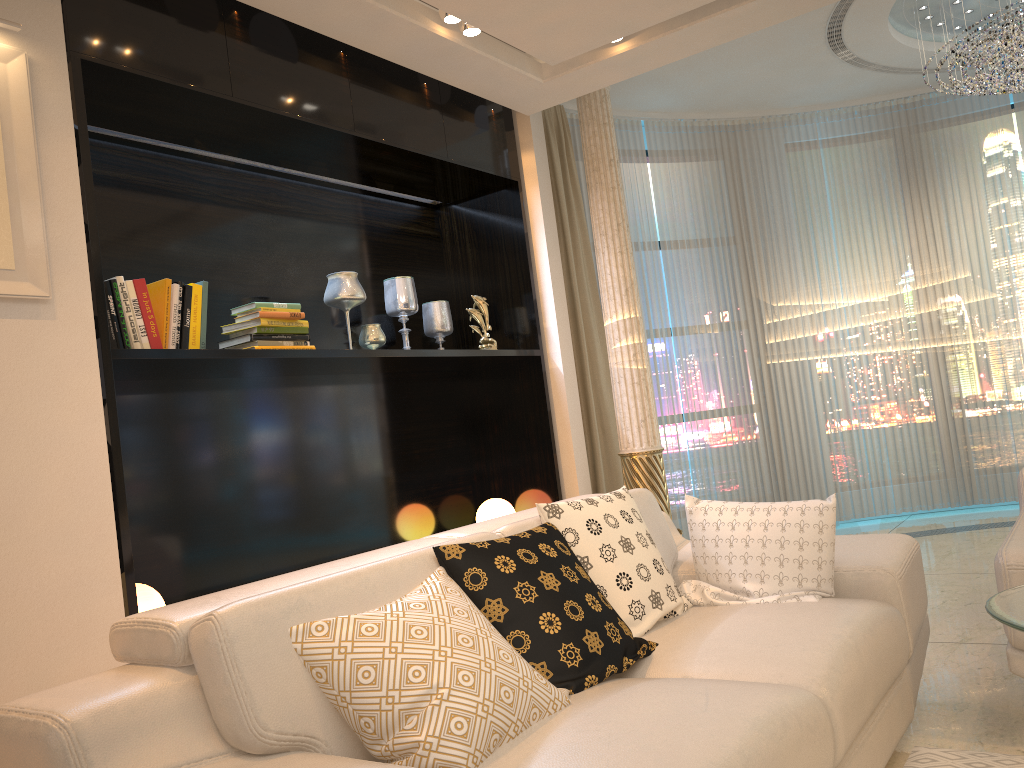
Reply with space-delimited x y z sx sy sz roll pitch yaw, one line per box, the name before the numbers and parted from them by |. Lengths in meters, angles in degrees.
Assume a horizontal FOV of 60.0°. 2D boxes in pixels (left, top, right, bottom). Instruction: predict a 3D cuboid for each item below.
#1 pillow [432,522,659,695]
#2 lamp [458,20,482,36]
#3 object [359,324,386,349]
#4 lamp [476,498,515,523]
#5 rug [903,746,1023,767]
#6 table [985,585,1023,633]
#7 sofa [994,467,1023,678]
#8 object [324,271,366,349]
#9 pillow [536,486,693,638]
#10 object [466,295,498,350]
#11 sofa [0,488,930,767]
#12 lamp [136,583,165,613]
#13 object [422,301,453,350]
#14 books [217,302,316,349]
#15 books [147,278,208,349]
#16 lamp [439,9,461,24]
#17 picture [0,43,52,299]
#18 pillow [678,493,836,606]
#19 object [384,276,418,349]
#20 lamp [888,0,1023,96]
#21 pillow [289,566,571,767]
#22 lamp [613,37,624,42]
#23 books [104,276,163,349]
pillow | 0.106 0.524 2.160 0.323 0.355 0.524 -9 -4 35
lamp | -0.173 -1.513 3.681 0.107 0.127 0.107 -8 -3 16
object | -0.634 -0.191 4.035 0.119 0.154 0.119 -10 -4 44
lamp | -0.083 0.707 4.662 0.212 0.214 0.213 -7 -3 -5
rug | 1.825 0.825 0.967 2.900 0.020 1.661 -9 -4 34
table | 1.773 0.536 1.004 2.140 0.565 0.999 -9 -3 34
sofa | 2.534 0.419 2.136 2.328 0.754 1.145 -9 -4 34
object | -0.732 -0.298 3.939 0.181 0.381 0.181 -9 -3 29
pillow | 0.328 0.501 2.562 0.255 0.399 0.526 -9 -4 34
object | -0.154 -0.300 4.502 0.116 0.293 0.182 -9 -3 32
sofa | 0.204 0.719 2.174 1.145 0.754 2.328 -9 -4 34
lamp | -1.263 0.771 2.947 0.213 0.214 0.212 -6 -3 -16
object | -0.378 -0.264 4.607 0.147 0.317 0.147 -9 -4 36
books | -0.962 -0.201 3.485 0.260 0.197 0.296 -9 -4 37
books | -1.198 -0.220 3.108 0.212 0.261 0.210 -9 -4 34
lamp | -0.244 -1.522 3.572 0.107 0.127 0.107 -8 -3 16
picture | -1.536 -0.592 2.299 0.027 0.729 0.610 -9 -4 34
pillow | 0.703 0.486 2.655 0.521 0.325 0.281 -10 -4 44
object | -0.537 -0.309 4.400 0.156 0.426 0.156 -10 -4 40
lamp | 3.182 -1.986 4.737 2.109 0.685 2.109 -7 -3 -11
pillow | -0.141 0.570 1.776 0.351 0.329 0.521 -9 -4 34
lamp | 0.452 -1.592 3.949 0.107 0.127 0.107 -8 -3 16
books | -1.326 -0.218 2.915 0.208 0.270 0.240 -9 -4 34
